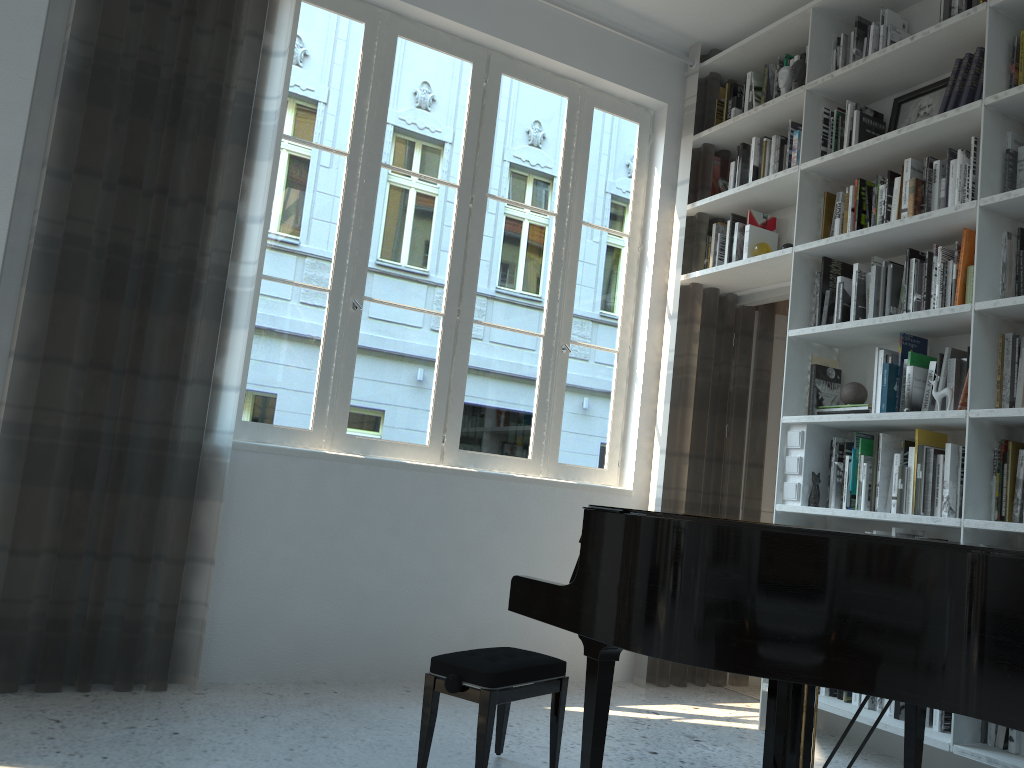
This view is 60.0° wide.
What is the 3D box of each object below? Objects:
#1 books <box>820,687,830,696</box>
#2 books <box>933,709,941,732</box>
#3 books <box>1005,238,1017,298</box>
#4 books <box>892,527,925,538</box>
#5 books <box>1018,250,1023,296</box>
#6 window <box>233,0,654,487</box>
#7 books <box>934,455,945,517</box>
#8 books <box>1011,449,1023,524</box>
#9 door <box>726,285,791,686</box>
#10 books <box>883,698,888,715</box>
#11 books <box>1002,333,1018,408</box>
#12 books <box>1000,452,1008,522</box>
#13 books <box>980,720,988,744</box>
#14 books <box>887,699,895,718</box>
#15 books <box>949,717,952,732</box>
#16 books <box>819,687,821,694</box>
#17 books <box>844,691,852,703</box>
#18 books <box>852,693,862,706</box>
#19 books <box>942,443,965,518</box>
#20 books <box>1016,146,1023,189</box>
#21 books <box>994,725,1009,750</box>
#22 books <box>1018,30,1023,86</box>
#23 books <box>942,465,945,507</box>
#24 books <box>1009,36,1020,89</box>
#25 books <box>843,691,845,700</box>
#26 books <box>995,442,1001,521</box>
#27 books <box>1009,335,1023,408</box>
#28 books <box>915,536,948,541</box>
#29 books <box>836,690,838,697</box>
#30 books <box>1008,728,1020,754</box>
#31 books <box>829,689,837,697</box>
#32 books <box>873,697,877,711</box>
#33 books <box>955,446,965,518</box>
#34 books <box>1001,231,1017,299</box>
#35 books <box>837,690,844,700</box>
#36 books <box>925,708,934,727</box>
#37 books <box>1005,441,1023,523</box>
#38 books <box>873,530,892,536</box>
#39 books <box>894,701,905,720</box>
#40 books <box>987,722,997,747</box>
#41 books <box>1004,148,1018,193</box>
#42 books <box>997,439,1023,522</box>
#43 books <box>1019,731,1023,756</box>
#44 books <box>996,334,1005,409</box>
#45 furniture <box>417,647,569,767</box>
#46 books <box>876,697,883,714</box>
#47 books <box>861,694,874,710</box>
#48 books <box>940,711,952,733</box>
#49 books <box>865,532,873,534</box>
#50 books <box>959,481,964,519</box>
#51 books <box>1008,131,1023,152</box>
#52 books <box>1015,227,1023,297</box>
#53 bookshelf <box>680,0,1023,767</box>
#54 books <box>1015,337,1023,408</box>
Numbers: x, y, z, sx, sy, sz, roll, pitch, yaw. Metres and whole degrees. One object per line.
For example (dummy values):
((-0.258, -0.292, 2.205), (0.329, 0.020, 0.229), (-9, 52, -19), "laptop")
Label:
((1.303, 1.098, 3.520), (0.177, 0.265, 0.023), (10, -7, -28), "books")
((1.543, 1.054, 3.090), (0.188, 0.295, 0.021), (10, -7, -28), "books")
((1.788, -0.371, 3.116), (0.134, 0.257, 0.024), (10, -7, -28), "books")
((1.474, 0.706, 3.316), (0.170, 0.325, 0.014), (10, -7, -28), "books")
((1.811, -0.349, 3.082), (0.136, 0.209, 0.034), (10, -7, -28), "books")
((-0.207, -0.606, 4.088), (1.984, 2.006, 0.073), (10, -8, -28), "window")
((1.600, 0.380, 3.228), (0.153, 0.229, 0.025), (10, -7, -28), "books")
((1.739, 0.351, 2.960), (0.163, 0.248, 0.042), (10, -7, -28), "books")
((1.561, 0.562, 4.418), (0.787, 1.978, 0.834), (10, -8, -28), "door")
((1.438, 1.110, 3.263), (0.171, 0.206, 0.028), (10, -8, -28), "books")
((1.754, -0.023, 3.063), (0.145, 0.284, 0.025), (10, -7, -28), "books")
((1.716, 0.358, 3.001), (0.157, 0.239, 0.030), (10, -7, -28), "books")
((1.630, 1.054, 2.970), (0.159, 0.284, 0.012), (10, -7, -28), "books")
((1.446, 1.116, 3.233), (0.190, 0.187, 0.031), (10, -8, -28), "books")
((1.585, 1.074, 3.049), (0.156, 0.255, 0.065), (10, -8, -28), "books")
((1.289, 1.100, 3.532), (0.174, 0.261, 0.013), (10, -7, -28), "books")
((1.358, 1.074, 3.425), (0.184, 0.300, 0.013), (10, -7, -28), "books")
((1.371, 1.120, 3.379), (0.168, 0.201, 0.030), (10, -8, -28), "books")
((1.613, 0.355, 3.172), (0.185, 0.265, 0.021), (10, -7, -28), "books")
((1.847, -0.717, 3.147), (0.136, 0.224, 0.029), (10, -7, -28), "books")
((1.651, 1.098, 2.900), (0.148, 0.184, 0.053), (10, -8, -28), "books")
((1.874, -1.111, 3.183), (0.159, 0.283, 0.013), (10, -7, -28), "books")
((1.613, 0.396, 3.206), (0.140, 0.194, 0.023), (10, -7, -28), "books")
((1.851, -1.099, 3.190), (0.175, 0.256, 0.023), (10, -7, -28), "books")
((1.359, 1.100, 3.447), (0.160, 0.256, 0.027), (10, -7, -28), "books")
((1.712, 0.344, 3.040), (0.147, 0.275, 0.013), (10, -7, -28), "books")
((1.769, -0.020, 3.043), (0.154, 0.274, 0.026), (10, -7, -28), "books")
((1.526, 0.715, 3.242), (0.173, 0.300, 0.013), (10, -7, -28), "books")
((1.340, 1.105, 3.489), (0.139, 0.252, 0.022), (10, -7, -28), "books")
((1.669, 1.072, 2.868), (0.164, 0.231, 0.023), (10, -7, -28), "books")
((1.324, 1.129, 3.504), (0.159, 0.205, 0.022), (10, -7, -28), "books")
((1.420, 1.084, 3.309), (0.159, 0.266, 0.025), (10, -7, -28), "books")
((1.637, 0.360, 3.165), (0.142, 0.259, 0.013), (10, -7, -28), "books")
((1.787, -0.383, 3.136), (0.159, 0.284, 0.012), (10, -7, -28), "books")
((1.341, 1.118, 3.463), (0.163, 0.220, 0.022), (10, -7, -28), "books")
((1.516, 1.078, 3.147), (0.179, 0.256, 0.027), (10, -7, -28), "books")
((1.721, 0.339, 2.981), (0.181, 0.272, 0.012), (10, -7, -28), "books")
((1.429, 0.722, 3.402), (0.172, 0.307, 0.039), (10, -7, -28), "books")
((1.462, 1.087, 3.213), (0.188, 0.243, 0.023), (10, -7, -28), "books")
((1.639, 1.095, 2.938), (0.160, 0.198, 0.025), (10, -8, -28), "books")
((1.814, -0.711, 3.154), (0.186, 0.207, 0.015), (10, -8, -28), "books")
((1.711, 0.338, 3.024), (0.146, 0.283, 0.013), (10, -7, -28), "books")
((1.689, 1.074, 2.851), (0.139, 0.227, 0.027), (10, -7, -28), "books")
((1.747, -0.020, 3.094), (0.159, 0.284, 0.012), (10, -7, -28), "books")
((-0.049, 0.974, 2.628), (0.240, 0.353, 0.468), (1, -9, 36), "furniture")
((1.428, 1.106, 3.286), (0.191, 0.218, 0.021), (10, -8, -28), "books")
((1.399, 1.086, 3.346), (0.186, 0.266, 0.031), (10, -7, -28), "books")
((1.549, 1.049, 3.075), (0.165, 0.303, 0.012), (10, -7, -28), "books")
((1.423, 0.731, 3.449), (0.142, 0.299, 0.027), (10, -7, -28), "books")
((1.646, 0.397, 3.137), (0.141, 0.181, 0.041), (10, -8, -28), "books")
((1.826, -0.746, 3.178), (0.159, 0.284, 0.012), (10, -7, -28), "books")
((1.814, -0.389, 3.111), (0.136, 0.297, 0.011), (10, -7, -28), "books")
((2.405, -0.250, 1.806), (0.330, 3.138, 6.300), (10, -8, -28), "bookshelf")
((1.778, -0.017, 3.012), (0.166, 0.263, 0.036), (10, -7, -28), "books")
